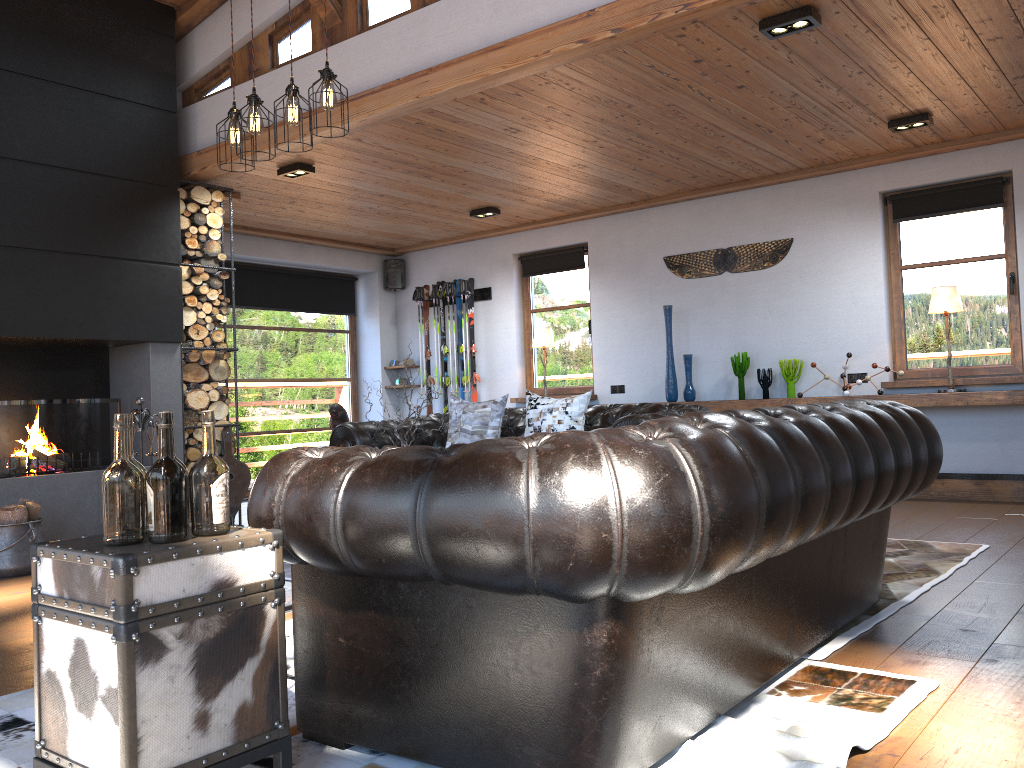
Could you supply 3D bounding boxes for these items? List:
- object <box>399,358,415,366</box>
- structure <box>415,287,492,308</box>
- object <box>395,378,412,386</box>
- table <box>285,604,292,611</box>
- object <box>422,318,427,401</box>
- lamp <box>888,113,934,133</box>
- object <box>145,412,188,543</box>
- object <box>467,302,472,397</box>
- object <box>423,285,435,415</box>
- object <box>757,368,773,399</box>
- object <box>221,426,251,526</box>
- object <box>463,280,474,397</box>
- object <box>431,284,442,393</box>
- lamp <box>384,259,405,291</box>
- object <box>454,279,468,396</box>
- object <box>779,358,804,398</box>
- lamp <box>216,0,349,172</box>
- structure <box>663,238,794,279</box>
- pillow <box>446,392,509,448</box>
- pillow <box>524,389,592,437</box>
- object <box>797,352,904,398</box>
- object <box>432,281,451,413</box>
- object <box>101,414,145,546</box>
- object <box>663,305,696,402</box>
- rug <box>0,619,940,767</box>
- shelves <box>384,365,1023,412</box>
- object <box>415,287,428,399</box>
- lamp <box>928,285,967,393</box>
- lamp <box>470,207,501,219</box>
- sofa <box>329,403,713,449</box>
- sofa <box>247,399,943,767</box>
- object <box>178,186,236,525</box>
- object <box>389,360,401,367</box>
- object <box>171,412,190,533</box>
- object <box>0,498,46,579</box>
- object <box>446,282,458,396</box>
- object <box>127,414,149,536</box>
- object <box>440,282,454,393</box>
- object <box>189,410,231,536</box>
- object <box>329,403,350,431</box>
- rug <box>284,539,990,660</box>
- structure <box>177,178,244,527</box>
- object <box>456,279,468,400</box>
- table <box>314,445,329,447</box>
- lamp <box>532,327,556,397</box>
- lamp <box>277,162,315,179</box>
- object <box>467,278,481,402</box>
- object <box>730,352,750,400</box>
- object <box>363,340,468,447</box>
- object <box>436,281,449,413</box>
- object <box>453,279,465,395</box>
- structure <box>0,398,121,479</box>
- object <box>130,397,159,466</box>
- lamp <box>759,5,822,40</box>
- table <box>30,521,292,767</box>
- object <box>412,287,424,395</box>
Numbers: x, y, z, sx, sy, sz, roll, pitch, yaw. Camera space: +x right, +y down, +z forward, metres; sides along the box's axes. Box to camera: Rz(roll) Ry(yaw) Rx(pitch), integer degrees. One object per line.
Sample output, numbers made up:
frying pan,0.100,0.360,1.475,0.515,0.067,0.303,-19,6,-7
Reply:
object,-1.197,-0.248,10.163,0.158,0.084,0.192,-3,-2,37
structure,-0.714,-0.951,9.742,1.038,0.135,0.322,-3,-1,38
object,-1.265,-0.025,10.214,0.189,0.084,0.349,-2,-1,-16
table,-0.712,0.802,3.741,0.642,0.350,0.405,-3,-2,38
object,-0.978,-0.291,9.966,0.094,1.607,0.116,-4,-2,38
lamp,2.707,-1.779,6.023,0.258,0.068,0.157,-3,-2,38
object,-0.769,0.205,1.974,0.088,0.286,0.087,-2,-2,-12
object,-0.457,-0.320,9.560,0.094,1.607,0.116,-4,-2,38
object,-0.910,-0.309,9.899,0.094,1.607,0.116,-4,-2,38
object,2.150,-0.002,7.530,0.129,0.261,0.123,-3,-2,8
object,-2.117,0.710,6.630,0.261,0.795,0.270,-3,-2,21
object,-0.445,-0.492,9.469,0.121,1.250,0.059,-2,-2,0
object,-0.833,-0.470,9.755,0.120,1.250,0.059,-3,-2,20
lamp,-1.362,-1.264,10.288,0.211,0.349,0.216,-4,-2,38
object,-0.545,-0.488,9.431,0.121,1.250,0.059,-2,-2,5
object,2.330,-0.047,7.408,0.182,0.332,0.198,-2,-2,-2
lamp,-1.196,-2.211,4.357,0.794,2.202,0.264,-3,-2,29
structure,1.874,-1.091,7.845,1.233,0.240,0.099,-3,-2,38
pillow,-0.256,0.281,6.099,0.522,0.469,0.287,-4,-2,41
pillow,0.274,0.251,5.687,0.522,0.469,0.287,-4,-2,41
object,2.675,-0.078,7.039,0.526,0.349,0.640,-2,-1,-25
object,-0.780,-0.334,9.738,0.102,1.622,0.257,-4,-2,34
object,-0.861,0.208,1.962,0.089,0.286,0.086,-1,-2,-39
object,1.487,-0.271,7.901,0.275,0.863,0.111,-2,-2,-7
rug,-0.859,0.928,1.895,2.402,0.053,3.853,-3,-1,39
shelves,1.192,0.152,8.275,6.562,0.989,0.619,-3,-2,38
object,-1.015,-0.460,9.897,0.120,1.250,0.059,-3,-2,20
lamp,3.358,0.013,6.768,0.243,1.482,0.639,-3,-2,30
lamp,-0.254,-1.614,8.327,0.258,0.068,0.157,-3,-2,38
sofa,0.102,0.571,5.757,2.535,0.838,1.254,-3,-2,37
sofa,0.558,0.498,2.930,1.224,0.838,2.596,-3,-2,38
object,-2.465,-0.187,6.774,0.461,2.613,0.499,-4,-2,38
object,-1.337,-0.240,10.271,0.187,0.084,0.161,-3,-2,37
object,-0.799,0.208,2.067,0.087,0.286,0.088,-3,-2,16
object,-2.907,0.895,5.158,0.388,0.431,0.380,-2,-2,-26
object,-0.650,-0.481,9.613,0.120,1.250,0.059,-3,-2,20
object,-0.897,0.212,2.073,0.089,0.286,0.086,-1,-2,-42
object,-0.702,-0.479,9.570,0.121,1.250,0.059,-2,-2,-5
object,-0.701,0.204,2.054,0.087,0.286,0.088,-3,-2,15
object,-1.265,0.300,6.506,0.150,0.319,0.247,-2,-2,-11
rug,0.241,0.945,5.050,3.995,0.053,2.460,-3,-1,39
structure,-2.453,-0.194,6.774,0.506,2.618,0.508,-4,-2,38
object,-0.535,-0.345,9.678,0.072,1.622,0.112,-4,-2,38
table,-1.258,0.756,6.514,0.412,0.609,0.410,-4,-2,38
lamp,0.471,0.174,9.045,0.243,1.482,0.640,-4,-2,42
lamp,-1.609,-1.592,6.601,0.258,0.068,0.157,-3,-2,38
object,-0.389,-0.338,9.493,0.094,1.607,0.116,-4,-2,38
object,1.966,-0.068,7.610,0.158,0.411,0.146,-3,-2,7
object,-0.486,0.219,4.075,0.411,0.808,0.612,-1,-2,-41
object,-0.779,-0.332,9.843,0.072,1.622,0.112,-4,-2,38
object,-0.586,-0.342,9.732,0.072,1.622,0.112,-4,-2,38
structure,-3.000,0.361,5.825,0.181,0.514,0.994,-4,-2,38
object,-2.460,0.593,5.894,0.308,1.018,0.306,-2,-2,-7
lamp,1.348,-1.757,4.298,0.258,0.068,0.157,-3,-2,38
table,-0.798,0.651,2.023,0.412,0.609,0.410,-4,-2,38
object,-1.033,-0.461,9.817,0.058,1.250,0.122,-3,-2,20
